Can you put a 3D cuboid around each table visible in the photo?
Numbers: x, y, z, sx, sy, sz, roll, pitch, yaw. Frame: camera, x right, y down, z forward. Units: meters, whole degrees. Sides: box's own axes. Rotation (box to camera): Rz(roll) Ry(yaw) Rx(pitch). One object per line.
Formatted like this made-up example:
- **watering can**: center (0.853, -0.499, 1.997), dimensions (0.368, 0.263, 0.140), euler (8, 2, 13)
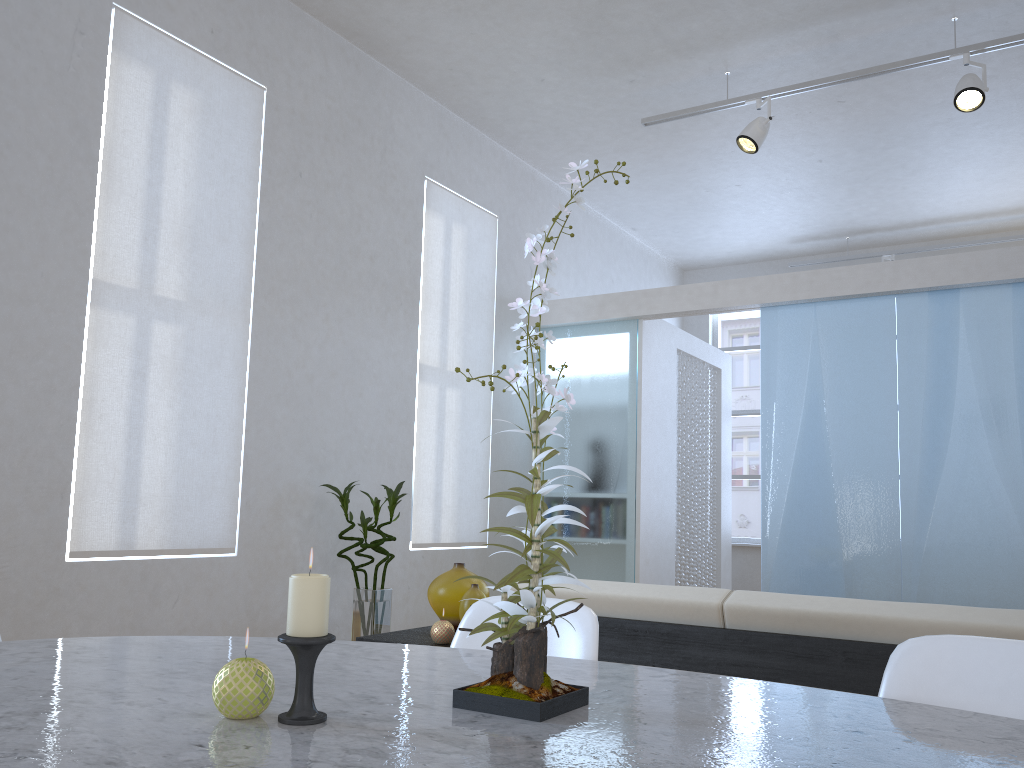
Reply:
- **table**: center (-0.017, 0.643, 0.769), dimensions (1.911, 0.620, 1.074), euler (-3, -9, 31)

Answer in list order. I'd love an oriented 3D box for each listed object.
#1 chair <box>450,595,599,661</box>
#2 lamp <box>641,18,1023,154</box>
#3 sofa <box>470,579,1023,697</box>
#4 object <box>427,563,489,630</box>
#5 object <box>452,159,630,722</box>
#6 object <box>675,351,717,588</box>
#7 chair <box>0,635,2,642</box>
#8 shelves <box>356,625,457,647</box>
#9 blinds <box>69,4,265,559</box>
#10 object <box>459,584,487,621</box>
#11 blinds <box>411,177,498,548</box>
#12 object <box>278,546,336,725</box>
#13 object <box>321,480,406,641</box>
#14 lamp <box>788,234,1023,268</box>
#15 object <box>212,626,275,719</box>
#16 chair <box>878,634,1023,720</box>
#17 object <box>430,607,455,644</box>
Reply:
- **chair**: center (-0.066, 0.510, 1.321), dimensions (0.406, 0.350, 0.420), euler (-3, -9, 31)
- **lamp**: center (2.061, -1.488, 4.182), dimensions (3.119, 0.485, 0.205), euler (-3, -8, 29)
- **sofa**: center (1.327, 0.961, 2.803), dimensions (5.340, 0.676, 9.755), euler (-3, -10, 31)
- **object**: center (-0.179, 0.707, 2.959), dimensions (0.207, 0.214, 0.207), euler (4, -8, -17)
- **object**: center (0.010, 0.053, 1.027), dimensions (0.202, 0.636, 0.166), euler (6, -8, -30)
- **object**: center (1.349, 0.808, 6.519), dimensions (0.051, 2.008, 0.926), euler (-2, -8, 31)
- **chair**: center (-0.809, 0.481, 1.275), dimensions (0.419, 0.350, 0.407), euler (-3, -9, 33)
- **shelves**: center (-0.140, 1.032, 2.878), dimensions (0.349, 0.449, 0.732), euler (-3, -9, 31)
- **blinds**: center (-1.363, -0.366, 3.618), dimensions (0.007, 2.103, 0.764), euler (-2, -8, 31)
- **object**: center (-0.120, 0.713, 2.797), dimensions (0.096, 0.160, 0.096), euler (4, -7, -17)
- **blinds**: center (-0.325, -0.091, 5.295), dimensions (0.007, 2.104, 0.764), euler (-2, -8, 31)
- **object**: center (-0.212, 0.257, 0.919), dimensions (0.059, 0.176, 0.059), euler (0, -7, 17)
- **object**: center (-0.719, 0.940, 4.173), dimensions (0.380, 0.976, 0.485), euler (1, -7, 4)
- **lamp**: center (3.749, -1.042, 6.915), dimensions (3.120, 0.485, 0.198), euler (-3, -8, 30)
- **object**: center (-0.278, 0.298, 0.923), dimensions (0.062, 0.091, 0.063), euler (3, -7, -11)
- **chair**: center (0.502, 0.472, 0.947), dimensions (0.406, 0.350, 0.420), euler (-4, -9, 35)
- **object**: center (-0.204, 0.713, 2.619), dimensions (0.071, 0.103, 0.071), euler (6, -8, -31)
